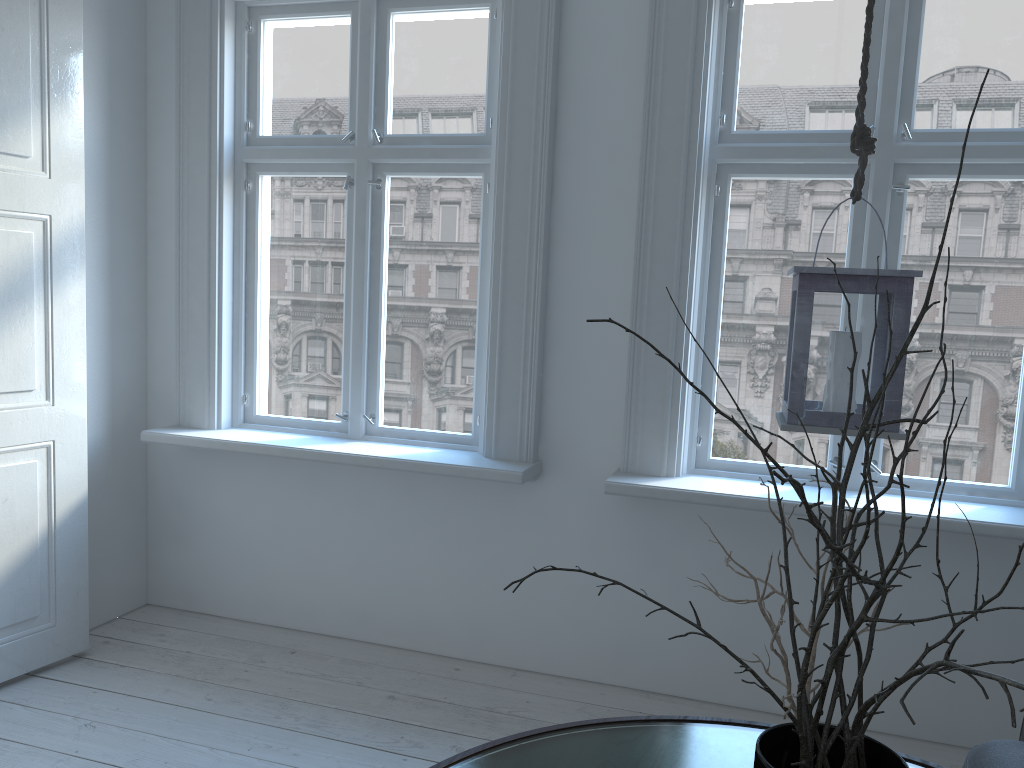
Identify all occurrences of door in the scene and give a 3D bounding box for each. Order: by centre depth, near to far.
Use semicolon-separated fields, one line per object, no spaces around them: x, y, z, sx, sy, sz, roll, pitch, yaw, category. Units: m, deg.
-2.070;-0.220;1.785;0.577;2.510;2.594;5;7;17;door

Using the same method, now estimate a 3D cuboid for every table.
0.344;0.965;1.123;1.299;0.504;1.297;3;6;7;table

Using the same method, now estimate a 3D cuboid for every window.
-0.565;-0.645;3.097;1.455;1.849;0.374;5;7;17;window
25.136;-1.840;9.272;51.263;15.052;27.710;4;6;17;window

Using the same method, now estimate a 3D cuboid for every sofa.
1.102;0.853;0.866;0.968;0.826;2.161;5;6;17;sofa

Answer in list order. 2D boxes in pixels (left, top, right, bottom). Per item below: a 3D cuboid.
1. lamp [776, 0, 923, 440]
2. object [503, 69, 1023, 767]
0.701;-0.787;1.705;0.228;1.766;0.228;4;7;14;lamp
0.288;0.193;0.947;0.525;1.068;0.844;1;6;-12;object
